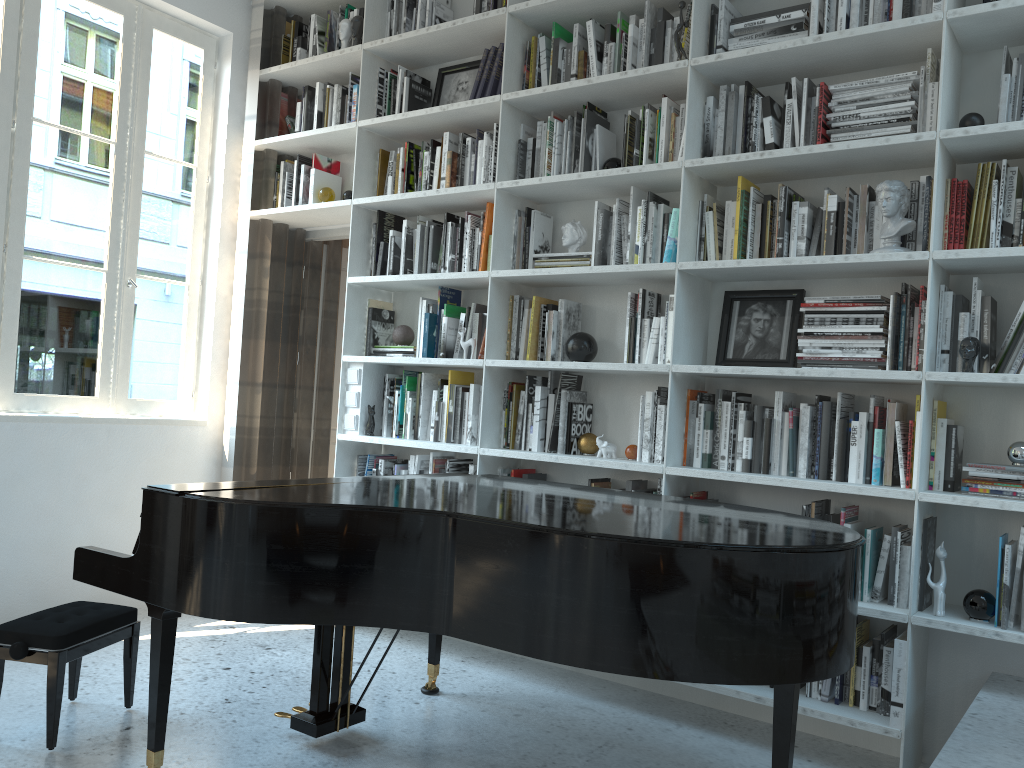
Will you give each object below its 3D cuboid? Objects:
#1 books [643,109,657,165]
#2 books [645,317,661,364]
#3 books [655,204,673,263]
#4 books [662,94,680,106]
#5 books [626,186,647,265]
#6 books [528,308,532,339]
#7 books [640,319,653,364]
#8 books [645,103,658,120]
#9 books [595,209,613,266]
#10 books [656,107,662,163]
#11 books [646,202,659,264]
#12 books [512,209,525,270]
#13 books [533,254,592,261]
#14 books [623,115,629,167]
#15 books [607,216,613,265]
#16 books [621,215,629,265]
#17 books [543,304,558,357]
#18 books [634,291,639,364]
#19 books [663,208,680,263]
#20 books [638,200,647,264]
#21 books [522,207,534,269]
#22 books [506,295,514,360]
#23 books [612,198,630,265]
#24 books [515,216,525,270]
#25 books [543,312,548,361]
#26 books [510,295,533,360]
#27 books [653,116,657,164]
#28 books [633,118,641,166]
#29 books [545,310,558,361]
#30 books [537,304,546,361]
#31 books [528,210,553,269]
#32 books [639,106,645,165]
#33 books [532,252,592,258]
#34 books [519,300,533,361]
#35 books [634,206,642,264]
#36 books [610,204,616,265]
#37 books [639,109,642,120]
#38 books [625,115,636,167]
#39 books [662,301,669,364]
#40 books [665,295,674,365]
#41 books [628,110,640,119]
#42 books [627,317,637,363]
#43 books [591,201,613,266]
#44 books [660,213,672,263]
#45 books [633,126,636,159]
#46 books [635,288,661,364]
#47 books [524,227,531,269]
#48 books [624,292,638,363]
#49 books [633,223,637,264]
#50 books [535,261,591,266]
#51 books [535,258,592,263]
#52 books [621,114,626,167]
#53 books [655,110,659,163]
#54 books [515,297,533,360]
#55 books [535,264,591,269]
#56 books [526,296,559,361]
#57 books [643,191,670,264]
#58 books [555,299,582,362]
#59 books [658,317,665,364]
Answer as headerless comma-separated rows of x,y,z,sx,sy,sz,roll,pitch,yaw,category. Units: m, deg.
0.563,-0.924,3.462,0.013,0.243,0.189,3,-1,35,books
0.578,-0.158,3.431,0.057,0.188,0.156,3,-1,35,books
0.606,-0.557,3.455,0.022,0.256,0.152,3,-1,35,books
0.615,-0.951,3.451,0.006,0.303,0.165,3,-1,35,books
0.505,-0.599,3.509,0.010,0.329,0.173,3,-1,35,books
0.122,-0.198,3.763,0.025,0.228,0.153,3,-1,35,books
0.552,-0.156,3.468,0.030,0.183,0.154,3,-1,35,books
0.566,-0.945,3.503,0.033,0.287,0.155,3,-1,35,books
0.395,-0.563,3.574,0.030,0.247,0.174,3,-1,35,books
0.607,-0.926,3.452,0.006,0.253,0.180,3,-1,35,books
0.576,-0.561,3.451,0.023,0.260,0.170,3,-1,35,books
0.057,-0.597,3.843,0.012,0.285,0.159,3,-1,35,books
0.248,-0.513,3.696,0.285,0.012,0.159,3,-2,37,books
0.488,-0.925,3.530,0.005,0.240,0.173,3,-1,35,books
0.432,-0.551,3.582,0.024,0.227,0.137,3,-1,35,books
0.484,-0.548,3.533,0.048,0.224,0.149,3,-1,35,books
0.186,-0.205,3.738,0.028,0.247,0.142,3,-1,35,books
0.527,-0.211,3.485,0.011,0.291,0.156,3,-1,35,books
0.646,-0.542,3.397,0.060,0.227,0.179,3,-1,35,books
0.547,-0.566,3.460,0.012,0.265,0.193,3,-1,35,books
0.092,-0.602,3.832,0.011,0.298,0.135,3,-1,35,books
0.033,-0.231,3.839,0.012,0.285,0.159,3,-1,35,books
0.452,-0.580,3.537,0.012,0.286,0.167,3,-1,35,books
0.067,-0.583,3.827,0.024,0.257,0.134,3,-1,35,books
0.189,-0.185,3.710,0.011,0.208,0.180,3,-1,35,books
0.052,-0.230,3.813,0.025,0.284,0.145,3,-1,35,books
0.594,-0.918,3.484,0.011,0.236,0.130,3,-1,35,books
0.525,-0.912,3.490,0.006,0.216,0.181,3,-1,35,books
0.203,-0.189,3.696,0.028,0.216,0.175,3,-1,35,books
0.160,-0.205,3.736,0.014,0.244,0.153,3,-1,35,books
0.123,-0.591,3.790,0.021,0.278,0.136,3,-1,35,books
0.544,-0.940,3.505,0.005,0.275,0.157,3,-1,35,books
0.246,-0.526,3.692,0.285,0.012,0.159,3,-2,31,books
0.096,-0.217,3.779,0.036,0.263,0.166,3,-1,35,books
0.536,-0.557,3.480,0.028,0.247,0.170,3,-1,35,books
0.444,-0.571,3.557,0.022,0.267,0.151,3,-1,35,books
0.539,-0.936,3.521,0.009,0.266,0.149,3,-1,35,books
0.498,-0.923,3.512,0.005,0.236,0.178,3,-1,35,books
0.624,-0.184,3.392,0.012,0.244,0.171,3,-1,35,books
0.645,-0.195,3.387,0.027,0.269,0.178,3,-1,35,books
0.494,-0.942,3.560,0.012,0.276,0.129,3,-1,35,books
0.502,-0.160,3.485,0.025,0.186,0.154,3,-1,35,books
0.374,-0.583,3.597,0.012,0.285,0.159,3,-1,35,books
0.624,-0.538,3.441,0.026,0.219,0.150,3,-1,35,books
0.524,-0.903,3.520,0.011,0.200,0.162,3,-1,35,books
0.535,-0.214,3.476,0.012,0.298,0.166,3,-1,35,books
0.102,-0.558,3.810,0.034,0.209,0.136,3,-1,35,books
0.493,-0.210,3.500,0.012,0.285,0.159,3,-1,35,books
0.524,-0.528,3.510,0.025,0.189,0.140,3,-1,35,books
0.243,-0.489,3.690,0.254,0.012,0.161,3,-2,30,books
0.246,-0.501,3.694,0.254,0.012,0.161,3,-2,32,books
0.482,-0.932,3.559,0.005,0.254,0.161,3,-1,35,books
0.598,-0.926,3.467,0.017,0.253,0.139,3,-1,35,books
0.075,-0.224,3.802,0.026,0.275,0.154,3,-1,35,books
0.244,-0.477,3.692,0.254,0.012,0.161,3,-2,31,books
0.132,-0.222,3.732,0.026,0.274,0.190,3,-1,35,books
0.563,-0.582,3.461,0.011,0.300,0.178,3,-1,35,books
0.236,-0.212,3.692,0.028,0.266,0.144,3,-1,35,books
0.614,-0.156,3.411,0.024,0.188,0.172,3,-1,35,books
